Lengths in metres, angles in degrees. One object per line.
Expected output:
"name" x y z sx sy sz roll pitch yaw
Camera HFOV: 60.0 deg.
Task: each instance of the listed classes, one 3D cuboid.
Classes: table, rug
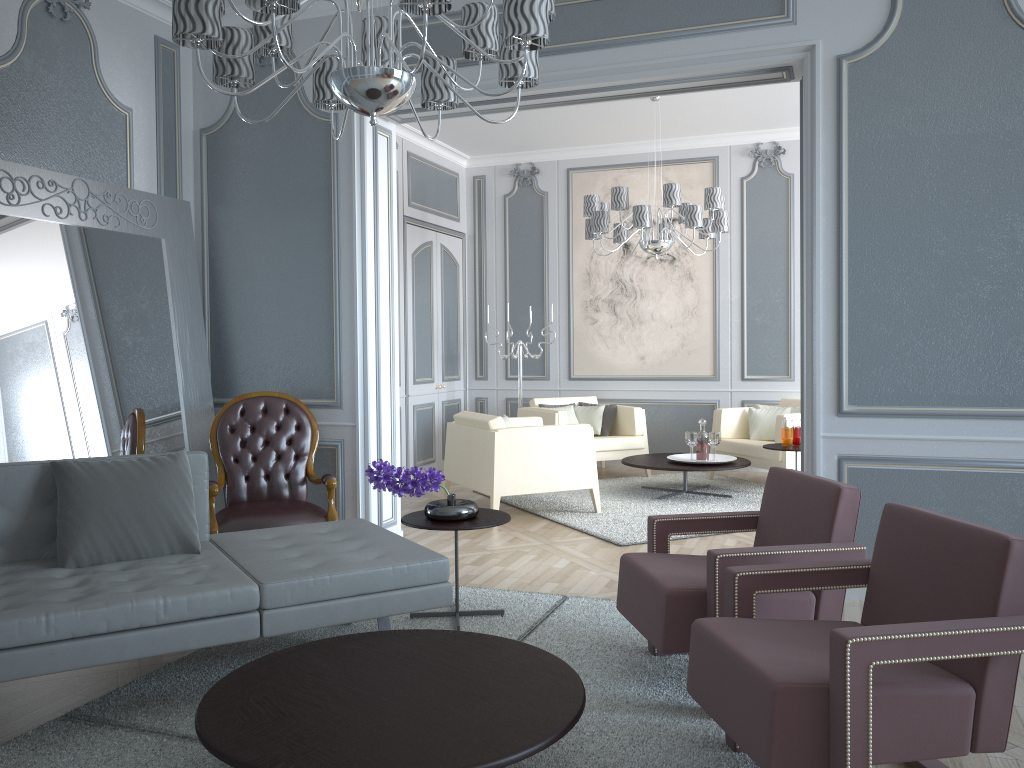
"table" -0.270 0.828 2.069 0.882 0.239 0.883 1 3 38
"table" -0.209 0.693 3.348 0.414 0.385 0.414 0 2 8
"table" 1.811 0.589 5.646 0.414 0.385 0.414 -1 2 -22
"rug" -0.317 0.940 2.136 2.018 0.010 3.206 0 2 20
"rug" 1.048 0.774 5.898 2.000 0.010 2.001 -2 3 -25
"table" 1.203 0.647 6.155 0.882 0.239 0.883 0 2 18

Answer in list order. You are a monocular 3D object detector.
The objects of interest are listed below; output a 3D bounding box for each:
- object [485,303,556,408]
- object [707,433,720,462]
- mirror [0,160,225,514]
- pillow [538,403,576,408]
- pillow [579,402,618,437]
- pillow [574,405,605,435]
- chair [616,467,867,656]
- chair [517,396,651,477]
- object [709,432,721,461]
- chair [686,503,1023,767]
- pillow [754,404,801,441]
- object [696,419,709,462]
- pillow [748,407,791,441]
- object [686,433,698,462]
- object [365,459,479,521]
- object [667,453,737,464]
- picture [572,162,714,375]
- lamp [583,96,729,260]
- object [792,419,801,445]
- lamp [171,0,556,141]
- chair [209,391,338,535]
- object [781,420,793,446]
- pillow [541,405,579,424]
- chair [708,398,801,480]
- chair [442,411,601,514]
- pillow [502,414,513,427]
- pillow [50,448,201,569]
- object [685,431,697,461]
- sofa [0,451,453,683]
"object" 0.070 0.036 7.369 0.446 1.385 0.446 -1 2 -25
"object" 1.361 0.432 5.990 0.080 0.196 0.080 0 1 3
"mirror" -1.790 -0.004 3.848 0.251 1.792 1.401 0 2 20
"pillow" 0.391 0.295 7.097 0.351 0.276 0.184 -1 2 -24
"pillow" 0.661 0.290 7.150 0.351 0.276 0.184 1 2 36
"pillow" 0.586 0.292 7.104 0.312 0.245 0.163 0 2 24
"chair" 0.669 0.594 2.711 0.606 0.620 0.576 -1 2 -10
"chair" 0.545 0.427 7.049 0.855 0.620 0.737 -1 2 -25
"object" 1.389 0.428 6.069 0.080 0.196 0.080 0 1 3
"chair" 0.760 0.621 2.016 0.606 0.620 0.576 -1 2 -10
"pillow" 1.988 0.296 6.669 0.351 0.276 0.184 0 2 26
"object" 1.303 0.382 6.062 0.086 0.290 0.086 1 2 41
"pillow" 1.922 0.299 6.610 0.312 0.245 0.163 0 2 14
"object" 1.224 0.432 6.017 0.080 0.196 0.080 0 2 23
"object" -0.336 0.392 3.324 0.425 0.221 0.206 -1 2 -10
"object" 1.295 0.517 6.057 0.468 0.028 0.468 1 3 33
"picture" 1.095 -0.948 7.507 1.199 1.750 0.001 0 1 20
"lamp" 0.981 -1.413 6.087 0.976 1.119 0.977 0 2 8
"object" 1.834 0.311 5.715 0.075 0.165 0.075 -1 2 -21
"lamp" -0.381 -1.249 2.359 0.976 1.119 0.977 0 2 8
"chair" -1.111 0.458 4.047 0.573 0.828 0.575 -1 2 -20
"object" 1.760 0.314 5.670 0.075 0.165 0.075 0 2 9
"pillow" 0.394 0.298 7.008 0.312 0.245 0.163 -2 2 -36
"chair" 1.994 0.434 6.519 0.737 0.620 0.855 -1 2 -25
"chair" 0.040 0.488 5.666 0.737 0.620 0.855 -1 2 -25
"pillow" -0.050 0.354 5.764 0.182 0.285 0.361 0 2 26
"pillow" -1.238 0.408 2.857 0.422 0.354 0.253 -2 2 -33
"object" 1.235 0.428 6.115 0.080 0.196 0.080 0 1 3
"sofa" -1.342 0.593 2.599 2.205 0.667 0.810 -2 2 -30
